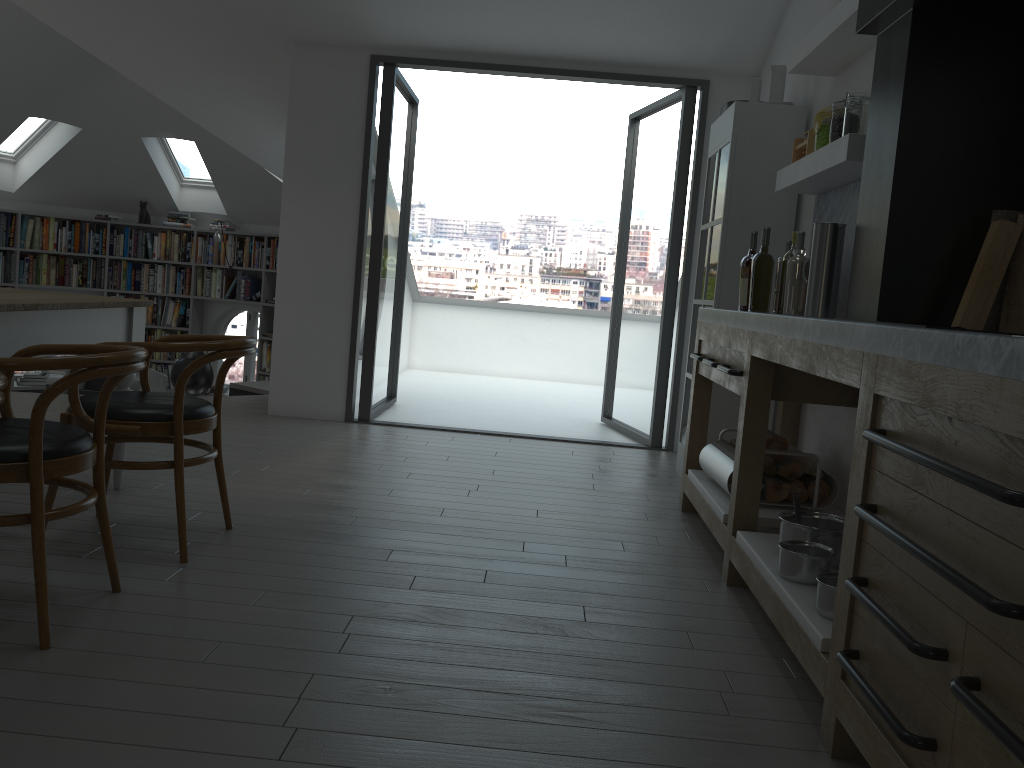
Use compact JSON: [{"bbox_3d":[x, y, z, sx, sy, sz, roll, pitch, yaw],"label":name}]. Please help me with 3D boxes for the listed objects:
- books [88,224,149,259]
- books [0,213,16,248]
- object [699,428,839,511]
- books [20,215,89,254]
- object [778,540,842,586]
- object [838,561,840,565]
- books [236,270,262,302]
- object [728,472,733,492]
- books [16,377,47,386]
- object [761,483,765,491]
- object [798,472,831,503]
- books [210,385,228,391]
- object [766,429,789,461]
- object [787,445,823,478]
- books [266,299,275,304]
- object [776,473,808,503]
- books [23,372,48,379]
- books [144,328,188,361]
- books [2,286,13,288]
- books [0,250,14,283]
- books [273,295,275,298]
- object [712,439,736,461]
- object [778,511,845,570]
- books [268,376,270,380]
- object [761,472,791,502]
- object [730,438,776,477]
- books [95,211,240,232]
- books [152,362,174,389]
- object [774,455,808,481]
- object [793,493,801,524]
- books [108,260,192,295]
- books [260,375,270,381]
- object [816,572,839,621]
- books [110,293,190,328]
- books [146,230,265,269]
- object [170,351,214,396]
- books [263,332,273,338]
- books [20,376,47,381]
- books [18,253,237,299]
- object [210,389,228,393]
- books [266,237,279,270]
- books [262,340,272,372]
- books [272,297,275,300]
[{"bbox_3d":[-4.529,-1.634,10.174,0.682,0.345,0.265,3,5,-21],"label":"books"},{"bbox_3d":[-5.549,-1.605,9.014,0.301,0.360,1.034,6,6,18],"label":"books"},{"bbox_3d":[1.038,0.344,3.640,0.429,0.231,0.528,5,6,-1],"label":"object"},{"bbox_3d":[-5.085,-1.651,9.781,0.793,0.372,0.269,-1,7,-44],"label":"books"},{"bbox_3d":[0.893,0.510,2.548,0.260,0.113,0.154,4,6,-9],"label":"object"},{"bbox_3d":[1.155,0.536,2.498,0.508,0.052,0.264,2,6,-21],"label":"object"},{"bbox_3d":[-2.930,-1.114,10.162,0.399,0.340,0.224,7,5,22],"label":"books"},{"bbox_3d":[0.867,0.385,3.658,0.067,0.067,0.423,5,6,-1],"label":"object"},{"bbox_3d":[-5.341,-0.031,9.932,0.365,0.042,0.389,1,7,-31],"label":"books"},{"bbox_3d":[0.947,0.394,3.658,0.067,0.067,0.423,5,6,-1],"label":"object"},{"bbox_3d":[1.195,0.396,3.668,0.091,0.092,0.438,5,6,-1],"label":"object"},{"bbox_3d":[-3.510,0.045,10.447,0.268,0.029,0.254,4,6,-8],"label":"books"},{"bbox_3d":[1.060,0.244,3.712,0.104,0.102,0.292,5,6,-1],"label":"object"},{"bbox_3d":[1.175,0.306,3.652,0.071,0.072,0.423,5,6,-1],"label":"object"},{"bbox_3d":[-2.505,-0.909,9.969,0.389,0.042,0.365,10,8,42],"label":"books"},{"bbox_3d":[1.108,0.395,3.673,0.091,0.089,0.456,5,6,-1],"label":"object"},{"bbox_3d":[-5.335,-0.095,9.927,0.213,0.036,0.227,2,6,-21],"label":"books"},{"bbox_3d":[-4.211,-0.474,10.358,1.031,0.356,0.293,3,5,-13],"label":"books"},{"bbox_3d":[-5.588,-0.843,9.056,0.261,0.358,1.021,7,6,19],"label":"books"},{"bbox_3d":[-5.588,-1.223,9.064,0.303,0.347,1.090,6,6,17],"label":"books"},{"bbox_3d":[-2.499,-0.973,9.965,0.269,0.031,0.286,0,8,-38],"label":"books"},{"bbox_3d":[0.917,0.312,3.659,0.092,0.093,0.438,5,6,-1],"label":"object"},{"bbox_3d":[1.011,0.478,2.751,0.378,0.163,0.223,4,6,-9],"label":"object"},{"bbox_3d":[-1.948,-0.058,7.968,0.365,0.042,0.389,5,6,2],"label":"books"},{"bbox_3d":[1.024,0.391,3.655,0.093,0.083,0.480,5,6,-1],"label":"object"},{"bbox_3d":[0.996,0.300,3.683,0.101,0.086,0.363,5,6,-1],"label":"object"},{"bbox_3d":[-4.516,-1.912,9.864,2.813,0.173,0.750,2,7,-27],"label":"books"},{"bbox_3d":[-4.258,-0.115,10.378,1.018,0.306,0.288,3,5,-13],"label":"books"},{"bbox_3d":[1.096,0.322,3.673,0.115,0.079,0.436,5,6,-1],"label":"object"},{"bbox_3d":[0.909,0.437,2.784,0.051,0.152,0.191,5,5,2],"label":"object"},{"bbox_3d":[-4.168,-1.240,10.337,1.027,0.358,0.301,4,5,-12],"label":"books"},{"bbox_3d":[-2.339,0.123,9.639,0.359,0.310,1.501,1,7,-36],"label":"books"},{"bbox_3d":[0.901,0.543,2.246,0.261,0.113,0.154,5,5,1],"label":"object"},{"bbox_3d":[-4.191,-0.859,10.325,0.997,0.351,0.298,3,5,-14],"label":"books"},{"bbox_3d":[-3.460,-1.564,10.261,1.566,0.366,0.394,6,5,7],"label":"books"},{"bbox_3d":[-2.495,-0.078,6.918,0.320,0.561,0.321,3,5,-25],"label":"object"},{"bbox_3d":[-2.378,-0.645,9.753,0.976,0.351,0.251,11,8,44],"label":"books"},{"bbox_3d":[-5.338,-0.064,9.929,0.269,0.031,0.286,2,6,-21],"label":"books"},{"bbox_3d":[-4.324,-1.223,10.110,2.527,0.370,0.592,3,6,-17],"label":"books"},{"bbox_3d":[-3.512,0.075,10.449,0.227,0.036,0.214,7,6,19],"label":"object"},{"bbox_3d":[-2.351,-1.416,9.751,0.306,0.366,0.972,0,8,-44],"label":"books"},{"bbox_3d":[-2.463,-0.277,9.849,0.874,0.350,0.272,10,7,43],"label":"books"},{"bbox_3d":[-2.502,-0.942,9.967,0.286,0.031,0.269,9,8,37],"label":"books"}]
